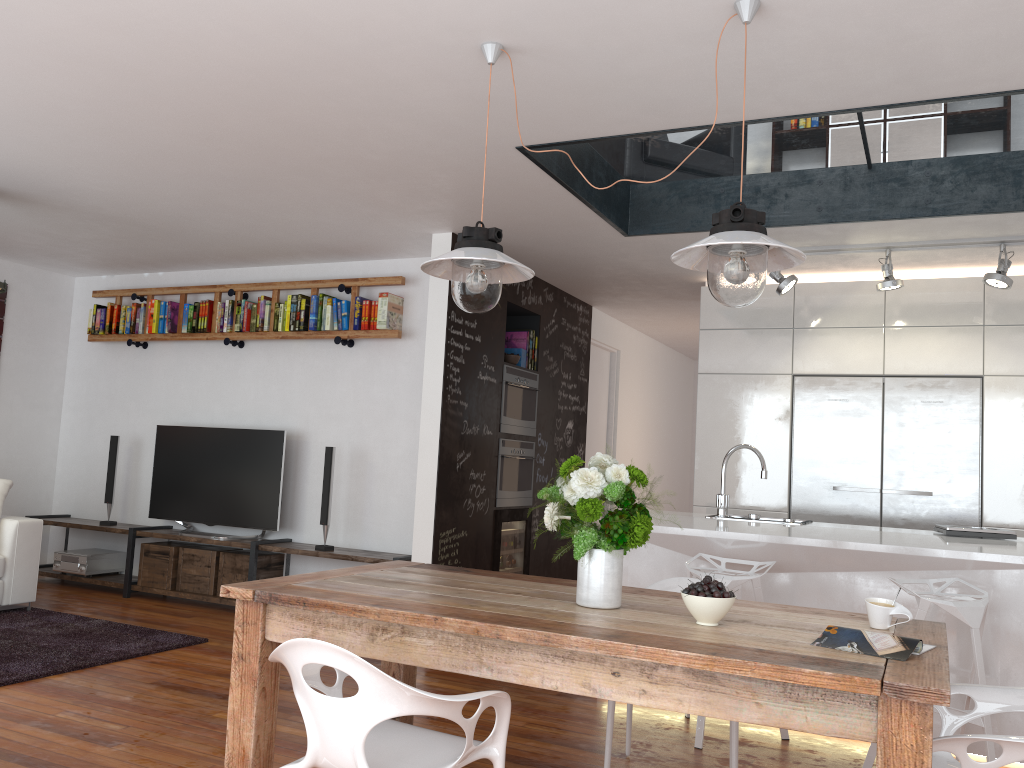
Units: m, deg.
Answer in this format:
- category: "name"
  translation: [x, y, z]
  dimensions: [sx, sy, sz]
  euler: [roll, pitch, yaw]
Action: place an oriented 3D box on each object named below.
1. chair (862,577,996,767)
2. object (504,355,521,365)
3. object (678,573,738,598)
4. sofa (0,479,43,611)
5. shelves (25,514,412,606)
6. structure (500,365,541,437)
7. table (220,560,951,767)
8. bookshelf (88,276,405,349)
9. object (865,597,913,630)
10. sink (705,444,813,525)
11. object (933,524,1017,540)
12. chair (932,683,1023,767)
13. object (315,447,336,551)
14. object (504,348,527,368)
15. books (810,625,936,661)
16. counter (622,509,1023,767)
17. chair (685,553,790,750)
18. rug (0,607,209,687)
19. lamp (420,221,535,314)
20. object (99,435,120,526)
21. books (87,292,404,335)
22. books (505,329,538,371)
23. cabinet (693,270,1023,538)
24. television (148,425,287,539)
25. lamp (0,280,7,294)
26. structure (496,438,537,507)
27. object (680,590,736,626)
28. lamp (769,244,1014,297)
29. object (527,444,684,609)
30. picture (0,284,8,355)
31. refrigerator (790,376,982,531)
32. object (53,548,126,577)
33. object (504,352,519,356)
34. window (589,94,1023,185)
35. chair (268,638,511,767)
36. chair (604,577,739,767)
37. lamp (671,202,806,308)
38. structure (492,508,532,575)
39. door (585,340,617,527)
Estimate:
- category: "chair"
  translation: [1.697, 1.153, 3.420]
  dimensions: [0.492, 0.765, 0.428]
  euler: [5, -5, -19]
- category: "object"
  translation: [-0.009, -0.164, 6.265]
  dimensions: [0.132, 0.069, 0.132]
  euler: [6, -6, -31]
- category: "object"
  translation: [0.526, 0.551, 2.374]
  dimensions: [0.159, 0.095, 0.141]
  euler: [2, -5, 11]
- category: "sofa"
  translation: [-4.144, 0.889, 4.573]
  dimensions: [0.987, 0.842, 3.086]
  euler: [1, -6, 25]
- category: "shelves"
  translation: [-2.196, 1.333, 6.409]
  dimensions: [3.473, 0.506, 0.414]
  euler: [1, -6, 25]
- category: "structure"
  translation: [0.077, 0.127, 6.274]
  dimensions: [0.052, 0.462, 0.585]
  euler: [1, -6, 25]
- category: "table"
  translation: [0.194, 1.009, 2.566]
  dimensions: [1.910, 0.735, 0.969]
  euler: [1, -6, 25]
- category: "bookshelf"
  translation: [-2.072, -0.508, 6.666]
  dimensions: [2.983, 0.465, 0.161]
  euler: [1, -6, 25]
- category: "object"
  translation: [1.039, 0.637, 2.444]
  dimensions: [0.127, 0.078, 0.082]
  euler: [0, -6, 31]
- category: "sink"
  translation: [1.335, 0.613, 4.766]
  dimensions: [0.492, 0.570, 0.459]
  euler: [1, -6, 25]
- category: "object"
  translation: [2.228, 0.712, 4.284]
  dimensions: [0.298, 0.036, 0.325]
  euler: [2, -5, 15]
- category: "chair"
  translation: [1.194, 1.040, 2.186]
  dimensions: [0.505, 0.710, 0.577]
  euler: [1, -5, 20]
- category: "object"
  translation: [-1.231, 0.766, 5.942]
  dimensions: [0.089, 0.687, 0.089]
  euler: [0, -6, 35]
- category: "object"
  translation: [0.021, -0.184, 6.413]
  dimensions: [0.136, 0.136, 0.110]
  euler: [1, -5, 18]
- category: "books"
  translation: [0.893, 0.628, 2.184]
  dimensions: [0.218, 0.035, 0.267]
  euler: [-1, -7, 40]
- category: "counter"
  translation: [1.524, 1.156, 4.337]
  dimensions: [2.289, 0.903, 0.956]
  euler: [1, -6, 25]
- category: "chair"
  translation: [0.912, 1.150, 3.871]
  dimensions: [0.492, 0.765, 0.428]
  euler: [0, -6, 35]
- category: "rug"
  translation: [-3.301, 1.313, 4.126]
  dimensions: [1.895, 0.019, 3.193]
  euler: [1, -6, 25]
- category: "lamp"
  translation: [-0.111, -0.379, 2.878]
  dimensions: [0.372, 0.306, 0.372]
  euler: [1, -5, 20]
- category: "object"
  translation: [-3.084, 0.743, 6.845]
  dimensions: [0.089, 0.687, 0.089]
  euler: [2, -5, 10]
- category: "books"
  translation: [-0.703, -1.316, 6.377]
  dimensions: [5.671, 1.974, 0.733]
  euler: [2, -5, 15]
- category: "books"
  translation: [0.051, -0.251, 6.566]
  dimensions: [0.230, 0.303, 0.152]
  euler: [1, -6, 25]
- category: "cabinet"
  translation: [2.549, 0.559, 6.049]
  dimensions: [2.404, 2.506, 0.946]
  euler: [1, -6, 25]
- category: "television"
  translation: [-2.156, 0.712, 6.467]
  dimensions: [1.230, 0.786, 0.298]
  euler: [1, -6, 25]
- category: "lamp"
  translation: [-3.084, -0.827, 4.888]
  dimensions: [0.572, 0.561, 0.572]
  euler: [0, -6, 30]
- category: "structure"
  translation: [0.049, 0.628, 6.230]
  dimensions: [0.052, 0.462, 0.585]
  euler: [1, -6, 25]
- category: "object"
  translation: [0.523, 0.601, 2.370]
  dimensions: [0.146, 0.079, 0.146]
  euler: [0, -6, 34]
- category: "lamp"
  translation: [2.136, -0.648, 5.113]
  dimensions: [1.324, 0.254, 0.154]
  euler: [1, -6, 26]
- category: "object"
  translation: [0.259, 0.409, 2.632]
  dimensions: [0.432, 0.476, 0.371]
  euler: [5, -6, -23]
- category: "picture"
  translation: [-4.646, 0.128, 5.690]
  dimensions: [0.007, 2.136, 2.770]
  euler: [1, -6, 25]
- category: "refrigerator"
  translation: [2.336, 0.852, 5.609]
  dimensions: [1.119, 1.811, 0.142]
  euler: [1, -6, 25]
- category: "object"
  translation: [-3.284, 1.390, 6.902]
  dimensions: [0.350, 0.170, 0.400]
  euler: [1, -6, 24]
- category: "object"
  translation: [0.002, -0.198, 6.265]
  dimensions: [0.077, 0.042, 0.116]
  euler: [-1, -7, 39]
- category: "window"
  translation: [1.585, -1.227, 4.003]
  dimensions: [2.700, 0.035, 1.546]
  euler: [1, -6, 25]
- category: "chair"
  translation: [-0.333, 0.955, 2.180]
  dimensions: [0.577, 0.710, 0.505]
  euler: [0, -6, 30]
- category: "chair"
  translation: [0.619, 1.107, 3.301]
  dimensions: [0.577, 0.710, 0.505]
  euler: [2, -5, 15]
- category: "lamp"
  translation: [0.641, -0.369, 2.520]
  dimensions: [0.372, 0.306, 0.372]
  euler: [4, -5, -13]
- category: "structure"
  translation: [0.021, 1.256, 6.170]
  dimensions: [0.081, 0.763, 0.582]
  euler: [1, -6, 25]
- category: "door"
  translation: [0.712, 0.755, 7.881]
  dimensions: [0.120, 2.236, 0.823]
  euler: [1, -6, 25]
